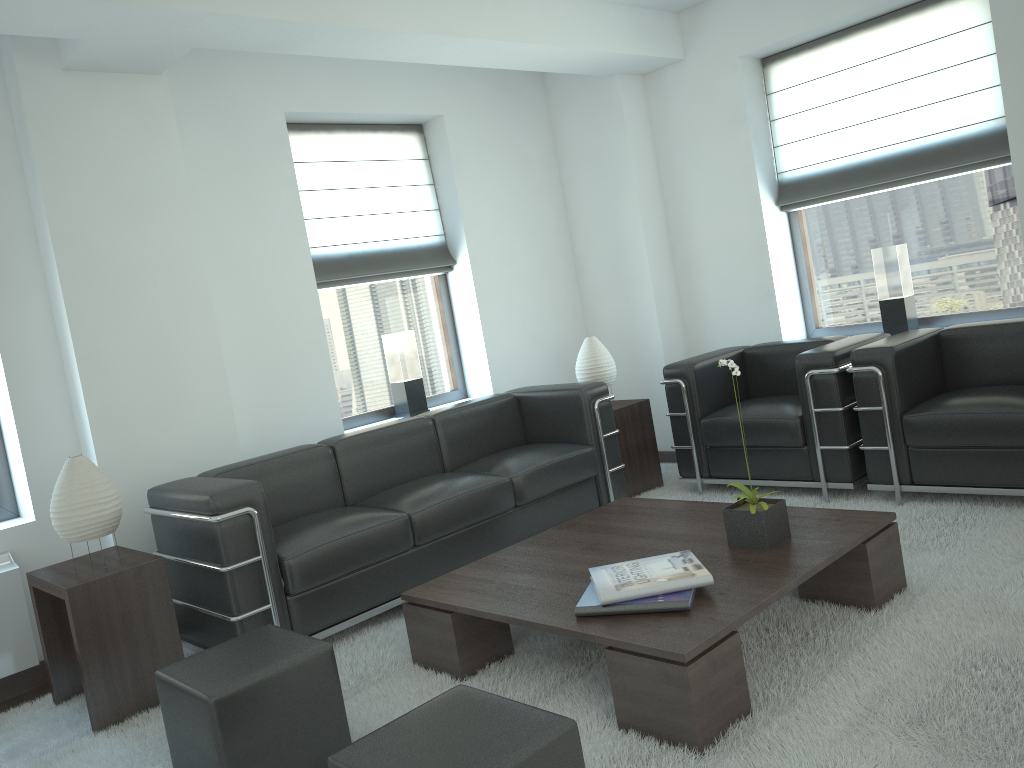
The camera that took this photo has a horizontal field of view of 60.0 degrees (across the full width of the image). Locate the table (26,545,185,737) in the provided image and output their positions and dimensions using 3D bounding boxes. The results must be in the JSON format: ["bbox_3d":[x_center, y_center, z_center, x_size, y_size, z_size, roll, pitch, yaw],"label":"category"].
[{"bbox_3d":[-2.352,1.464,5.161,0.528,0.843,0.785,-14,6,-42],"label":"table"}]

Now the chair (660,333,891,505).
[{"bbox_3d":[2.248,0.273,7.371,1.127,1.168,1.643,-14,6,-42],"label":"chair"}]

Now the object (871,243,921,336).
[{"bbox_3d":[3.332,-0.812,7.705,0.239,0.775,0.243,-13,5,-42],"label":"object"}]

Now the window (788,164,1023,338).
[{"bbox_3d":[3.414,-1.832,7.827,0.146,2.727,2.128,-13,5,-42],"label":"window"}]

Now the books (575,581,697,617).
[{"bbox_3d":[0.596,0.982,4.167,0.517,0.045,0.447,-8,5,18],"label":"books"}]

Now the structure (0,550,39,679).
[{"bbox_3d":[-3.640,1.559,5.161,1.467,0.725,0.193,-14,6,-42],"label":"structure"}]

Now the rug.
[{"bbox_3d":[0.766,1.278,5.399,6.276,0.110,5.160,-15,7,-42],"label":"rug"}]

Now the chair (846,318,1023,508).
[{"bbox_3d":[3.377,0.189,6.126,1.127,1.168,1.643,-14,6,-42],"label":"chair"}]

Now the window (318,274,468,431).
[{"bbox_3d":[-1.336,-1.037,8.278,1.707,2.727,0.146,-14,5,-42],"label":"window"}]

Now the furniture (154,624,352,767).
[{"bbox_3d":[-1.132,1.474,3.901,0.590,0.578,0.601,-14,6,-42],"label":"furniture"}]

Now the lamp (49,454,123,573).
[{"bbox_3d":[-2.435,0.727,5.078,0.376,0.653,0.374,-13,5,-38],"label":"lamp"}]

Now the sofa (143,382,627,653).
[{"bbox_3d":[-0.671,0.874,6.439,3.490,1.168,1.121,-15,6,-42],"label":"sofa"}]

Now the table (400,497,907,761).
[{"bbox_3d":[0.763,1.138,4.838,1.943,0.440,1.918,-15,7,-42],"label":"table"}]

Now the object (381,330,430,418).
[{"bbox_3d":[-0.987,-0.094,8.181,0.239,0.775,0.243,-13,5,-42],"label":"object"}]

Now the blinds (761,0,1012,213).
[{"bbox_3d":[3.185,-2.417,7.674,0.223,1.473,2.120,-13,6,-42],"label":"blinds"}]

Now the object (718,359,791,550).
[{"bbox_3d":[1.204,0.349,4.655,0.253,0.990,0.335,-13,5,-42],"label":"object"}]

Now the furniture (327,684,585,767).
[{"bbox_3d":[-0.147,1.400,2.825,0.590,0.578,0.601,-14,6,-42],"label":"furniture"}]

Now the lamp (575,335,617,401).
[{"bbox_3d":[0.766,-0.115,8.082,0.375,0.653,0.375,-11,4,-13],"label":"lamp"}]

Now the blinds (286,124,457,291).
[{"bbox_3d":[-1.333,-1.662,8.127,1.692,1.473,0.222,-14,5,-42],"label":"blinds"}]

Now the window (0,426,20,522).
[{"bbox_3d":[-4.288,-0.260,5.509,1.707,2.727,0.146,-14,5,-42],"label":"window"}]

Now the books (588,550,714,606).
[{"bbox_3d":[0.650,0.920,4.229,0.518,0.045,0.447,-10,5,-1],"label":"books"}]

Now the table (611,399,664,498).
[{"bbox_3d":[0.867,0.616,8.181,0.528,0.843,0.785,-14,6,-42],"label":"table"}]
